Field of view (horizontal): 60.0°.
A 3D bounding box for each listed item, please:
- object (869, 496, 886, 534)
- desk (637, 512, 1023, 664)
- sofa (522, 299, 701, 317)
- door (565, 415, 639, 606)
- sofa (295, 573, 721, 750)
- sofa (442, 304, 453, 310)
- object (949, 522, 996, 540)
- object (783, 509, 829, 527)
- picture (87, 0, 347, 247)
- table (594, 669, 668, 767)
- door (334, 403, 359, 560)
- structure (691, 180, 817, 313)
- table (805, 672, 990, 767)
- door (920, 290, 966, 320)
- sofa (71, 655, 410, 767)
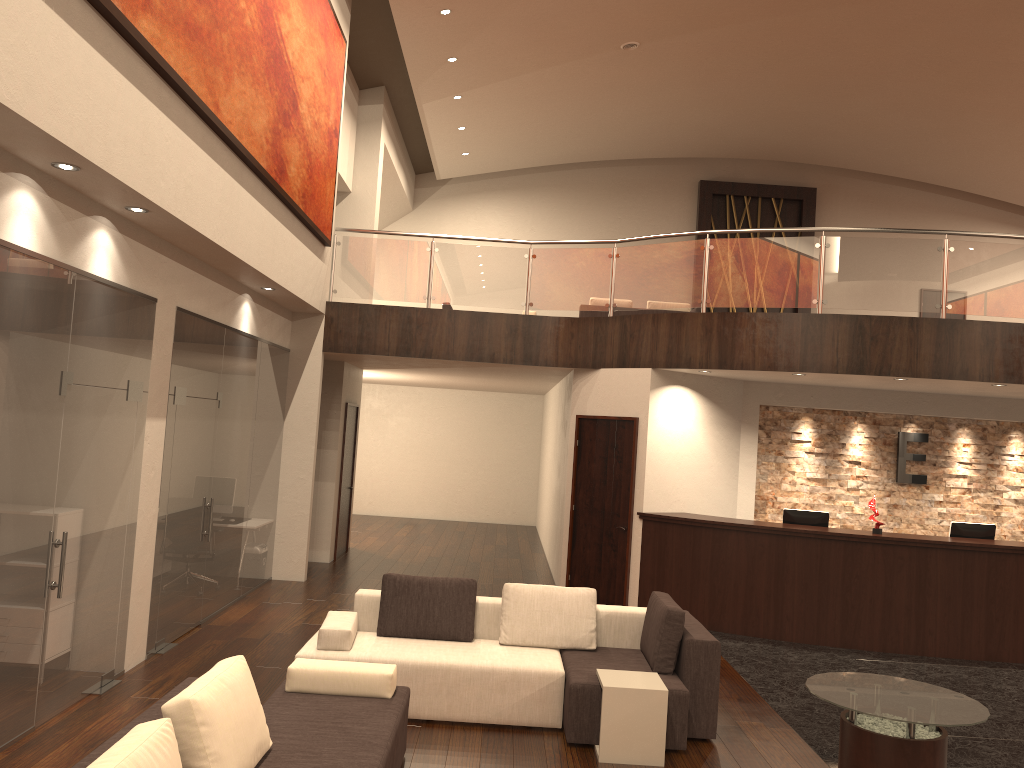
[{"bbox_3d":[3.819,1.369,9.273,0.163,0.390,0.165,3,-3,7],"label":"object"},{"bbox_3d":[4.930,2.240,9.681,7.146,1.171,1.674,4,-3,1],"label":"desk"},{"bbox_3d":[1.743,-0.930,15.588,3.366,0.862,2.586,4,-3,0],"label":"sofa"},{"bbox_3d":[1.056,1.493,10.446,0.104,2.232,0.990,6,-4,-40],"label":"door"},{"bbox_3d":[-0.034,1.883,6.278,2.846,0.862,1.291,4,-3,0],"label":"sofa"},{"bbox_3d":[0.131,-0.957,17.077,3.366,0.862,2.586,4,-3,0],"label":"sofa"},{"bbox_3d":[4.943,1.737,9.526,0.483,0.485,0.189,4,-3,0],"label":"object"},{"bbox_3d":[3.235,1.637,9.787,0.483,0.485,0.189,3,-3,15],"label":"object"},{"bbox_3d":[-2.094,-3.077,7.471,0.070,2.526,6.485,4,-3,0],"label":"picture"},{"bbox_3d":[0.741,2.102,5.614,0.400,0.460,0.400,4,-3,0],"label":"table"},{"bbox_3d":[-2.460,1.403,13.123,0.104,2.232,0.990,4,-3,0],"label":"door"},{"bbox_3d":[5.184,-2.206,19.122,2.524,4.236,0.187,4,-3,0],"label":"structure"},{"bbox_3d":[1.864,1.939,4.364,0.833,0.795,0.844,1,-4,39],"label":"table"},{"bbox_3d":[9.294,-0.922,19.181,0.990,2.232,0.104,4,-3,0],"label":"door"},{"bbox_3d":[-0.317,1.724,3.670,2.586,0.862,3.366,4,-3,0],"label":"sofa"}]
